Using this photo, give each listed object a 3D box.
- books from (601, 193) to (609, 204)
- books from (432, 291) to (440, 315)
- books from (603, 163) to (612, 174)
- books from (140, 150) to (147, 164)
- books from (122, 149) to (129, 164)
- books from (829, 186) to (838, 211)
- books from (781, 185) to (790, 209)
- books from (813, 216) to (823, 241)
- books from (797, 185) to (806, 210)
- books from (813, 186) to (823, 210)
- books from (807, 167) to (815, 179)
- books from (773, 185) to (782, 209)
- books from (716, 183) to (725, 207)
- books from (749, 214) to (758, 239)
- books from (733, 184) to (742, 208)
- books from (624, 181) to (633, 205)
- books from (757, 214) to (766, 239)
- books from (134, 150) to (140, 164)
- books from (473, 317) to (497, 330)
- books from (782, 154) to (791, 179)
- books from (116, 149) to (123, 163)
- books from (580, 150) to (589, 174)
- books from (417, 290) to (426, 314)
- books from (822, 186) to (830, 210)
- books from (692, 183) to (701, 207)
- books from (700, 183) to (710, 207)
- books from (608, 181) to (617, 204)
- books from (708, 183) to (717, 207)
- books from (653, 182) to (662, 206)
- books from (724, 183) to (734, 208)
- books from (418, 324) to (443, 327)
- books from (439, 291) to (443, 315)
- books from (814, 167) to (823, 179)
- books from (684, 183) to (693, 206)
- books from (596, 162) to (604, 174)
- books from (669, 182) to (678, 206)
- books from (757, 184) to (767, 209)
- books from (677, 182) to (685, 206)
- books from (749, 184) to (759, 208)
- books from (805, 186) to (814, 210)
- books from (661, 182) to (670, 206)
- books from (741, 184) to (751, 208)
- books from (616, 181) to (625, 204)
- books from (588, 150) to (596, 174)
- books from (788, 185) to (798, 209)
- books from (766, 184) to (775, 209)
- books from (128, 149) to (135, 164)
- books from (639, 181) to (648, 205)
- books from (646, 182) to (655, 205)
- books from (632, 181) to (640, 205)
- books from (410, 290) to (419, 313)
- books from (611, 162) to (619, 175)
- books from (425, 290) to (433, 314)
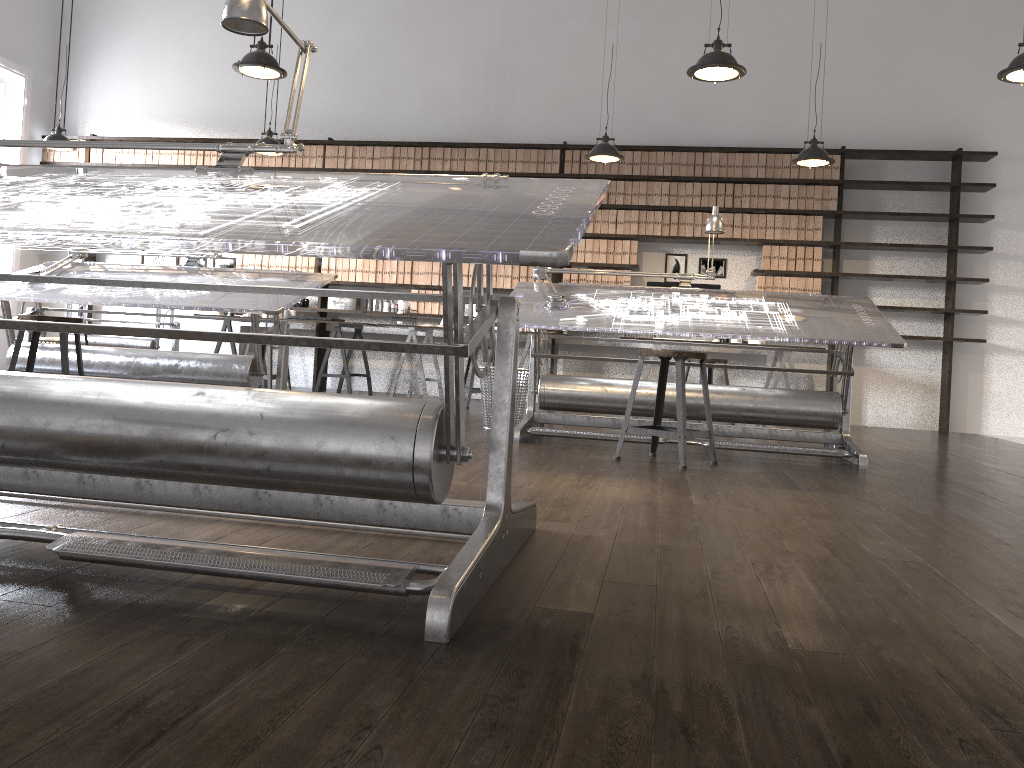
[{"bbox_3d":[0.865,-1.767,8.249,0.067,0.226,0.174,3,0,10],"label":"books"},{"bbox_3d":[-0.710,-0.775,8.491,0.067,0.226,0.174,3,0,10],"label":"books"},{"bbox_3d":[0.895,-2.043,8.257,0.067,0.226,0.174,3,0,10],"label":"books"},{"bbox_3d":[-3.721,-2.339,9.053,0.067,0.226,0.174,3,0,10],"label":"books"},{"bbox_3d":[-3.914,-2.351,9.089,0.067,0.226,0.174,3,0,10],"label":"books"},{"bbox_3d":[2.855,-1.639,7.907,0.067,0.226,0.174,3,0,10],"label":"books"},{"bbox_3d":[2.450,-1.665,7.977,0.067,0.226,0.174,3,0,10],"label":"books"},{"bbox_3d":[2.725,-1.378,7.921,0.067,0.226,0.174,3,0,10],"label":"books"},{"bbox_3d":[2.591,-1.656,7.955,0.067,0.226,0.174,3,0,10],"label":"books"},{"bbox_3d":[2.727,-1.647,7.926,0.067,0.226,0.174,3,0,10],"label":"books"},{"bbox_3d":[2.668,-1.929,7.948,0.067,0.226,0.174,3,0,10],"label":"books"},{"bbox_3d":[2.389,-1.669,7.989,0.067,0.226,0.174,3,0,10],"label":"books"},{"bbox_3d":[1.901,-1.700,8.076,0.067,0.226,0.174,3,0,10],"label":"books"},{"bbox_3d":[2.183,-1.413,8.020,0.067,0.226,0.174,3,0,10],"label":"books"},{"bbox_3d":[2.047,-1.691,8.050,0.067,0.226,0.174,3,0,10],"label":"books"},{"bbox_3d":[1.080,-1.753,8.217,0.067,0.226,0.174,3,0,10],"label":"books"},{"bbox_3d":[2.252,-1.408,8.006,0.067,0.226,0.174,3,0,10],"label":"books"},{"bbox_3d":[-3.782,-2.343,9.065,0.067,0.226,0.174,3,0,10],"label":"books"},{"bbox_3d":[-0.249,-0.555,8.083,0.294,0.147,0.385,4,2,10],"label":"books"},{"bbox_3d":[2.463,-1.942,7.983,0.067,0.226,0.174,3,0,10],"label":"books"},{"bbox_3d":[-3.984,-2.356,9.101,0.067,0.226,0.174,3,0,10],"label":"books"},{"bbox_3d":[0.686,-2.056,8.294,0.067,0.226,0.174,3,0,10],"label":"books"},{"bbox_3d":[-0.849,-0.784,8.519,0.067,0.226,0.174,3,0,10],"label":"books"},{"bbox_3d":[2.794,-1.643,7.919,0.067,0.226,0.174,3,0,10],"label":"books"},{"bbox_3d":[1.691,-1.713,8.105,0.067,0.226,0.174,3,0,10],"label":"books"},{"bbox_3d":[1.763,-1.709,8.093,0.067,0.226,0.174,3,0,10],"label":"books"},{"bbox_3d":[0.940,-1.762,8.242,0.067,0.226,0.174,3,0,10],"label":"books"},{"bbox_3d":[1.826,-1.705,8.086,0.067,0.226,0.174,3,0,10],"label":"books"},{"bbox_3d":[1.343,-1.736,8.169,0.067,0.226,0.174,3,0,10],"label":"books"},{"bbox_3d":[1.973,-1.696,8.058,0.067,0.226,0.174,3,0,10],"label":"books"},{"bbox_3d":[-0.672,-0.521,7.974,0.355,0.029,0.256,4,2,10],"label":"books"},{"bbox_3d":[-0.639,-0.770,8.484,0.067,0.226,0.174,3,0,10],"label":"books"},{"bbox_3d":[2.742,-1.924,7.937,0.067,0.226,0.174,3,0,10],"label":"books"},{"bbox_3d":[1.621,-1.718,8.121,0.067,0.226,0.174,3,0,10],"label":"books"},{"bbox_3d":[0.825,-2.047,8.269,0.067,0.226,0.174,3,0,10],"label":"books"},{"bbox_3d":[1.484,-1.727,8.146,0.067,0.226,0.174,3,0,10],"label":"books"},{"bbox_3d":[2.257,-1.677,8.013,0.067,0.226,0.174,3,0,10],"label":"books"},{"bbox_3d":[1.553,-1.723,8.136,0.067,0.226,0.174,3,0,10],"label":"books"},{"bbox_3d":[2.187,-1.682,8.026,0.067,0.226,0.174,3,0,10],"label":"books"},{"bbox_3d":[2.660,-1.652,7.945,0.067,0.226,0.174,3,0,10],"label":"books"},{"bbox_3d":[1.414,-1.731,8.154,0.067,0.226,0.174,3,0,10],"label":"books"},{"bbox_3d":[2.116,-1.686,8.034,0.067,0.226,0.174,3,0,10],"label":"books"},{"bbox_3d":[1.009,-1.757,8.225,0.067,0.226,0.174,3,0,10],"label":"books"},{"bbox_3d":[0.755,-2.052,8.277,0.067,0.226,0.174,3,0,10],"label":"books"},{"bbox_3d":[2.521,-1.660,7.963,0.067,0.226,0.174,3,0,10],"label":"books"},{"bbox_3d":[2.322,-1.673,7.996,0.067,0.226,0.174,3,0,10],"label":"books"},{"bbox_3d":[-3.849,-2.347,9.072,0.067,0.226,0.174,3,0,10],"label":"books"},{"bbox_3d":[1.215,-1.744,8.188,0.067,0.226,0.174,3,0,10],"label":"books"},{"bbox_3d":[1.281,-1.740,8.181,0.067,0.226,0.174,3,0,10],"label":"books"},{"bbox_3d":[1.150,-1.748,8.205,0.067,0.226,0.174,3,0,10],"label":"books"},{"bbox_3d":[-0.916,-0.788,8.525,0.067,0.226,0.174,3,0,10],"label":"books"},{"bbox_3d":[0.960,-2.038,8.240,0.067,0.226,0.174,3,0,10],"label":"books"},{"bbox_3d":[-0.779,-0.779,8.507,0.067,0.226,0.174,3,0,10],"label":"books"}]
